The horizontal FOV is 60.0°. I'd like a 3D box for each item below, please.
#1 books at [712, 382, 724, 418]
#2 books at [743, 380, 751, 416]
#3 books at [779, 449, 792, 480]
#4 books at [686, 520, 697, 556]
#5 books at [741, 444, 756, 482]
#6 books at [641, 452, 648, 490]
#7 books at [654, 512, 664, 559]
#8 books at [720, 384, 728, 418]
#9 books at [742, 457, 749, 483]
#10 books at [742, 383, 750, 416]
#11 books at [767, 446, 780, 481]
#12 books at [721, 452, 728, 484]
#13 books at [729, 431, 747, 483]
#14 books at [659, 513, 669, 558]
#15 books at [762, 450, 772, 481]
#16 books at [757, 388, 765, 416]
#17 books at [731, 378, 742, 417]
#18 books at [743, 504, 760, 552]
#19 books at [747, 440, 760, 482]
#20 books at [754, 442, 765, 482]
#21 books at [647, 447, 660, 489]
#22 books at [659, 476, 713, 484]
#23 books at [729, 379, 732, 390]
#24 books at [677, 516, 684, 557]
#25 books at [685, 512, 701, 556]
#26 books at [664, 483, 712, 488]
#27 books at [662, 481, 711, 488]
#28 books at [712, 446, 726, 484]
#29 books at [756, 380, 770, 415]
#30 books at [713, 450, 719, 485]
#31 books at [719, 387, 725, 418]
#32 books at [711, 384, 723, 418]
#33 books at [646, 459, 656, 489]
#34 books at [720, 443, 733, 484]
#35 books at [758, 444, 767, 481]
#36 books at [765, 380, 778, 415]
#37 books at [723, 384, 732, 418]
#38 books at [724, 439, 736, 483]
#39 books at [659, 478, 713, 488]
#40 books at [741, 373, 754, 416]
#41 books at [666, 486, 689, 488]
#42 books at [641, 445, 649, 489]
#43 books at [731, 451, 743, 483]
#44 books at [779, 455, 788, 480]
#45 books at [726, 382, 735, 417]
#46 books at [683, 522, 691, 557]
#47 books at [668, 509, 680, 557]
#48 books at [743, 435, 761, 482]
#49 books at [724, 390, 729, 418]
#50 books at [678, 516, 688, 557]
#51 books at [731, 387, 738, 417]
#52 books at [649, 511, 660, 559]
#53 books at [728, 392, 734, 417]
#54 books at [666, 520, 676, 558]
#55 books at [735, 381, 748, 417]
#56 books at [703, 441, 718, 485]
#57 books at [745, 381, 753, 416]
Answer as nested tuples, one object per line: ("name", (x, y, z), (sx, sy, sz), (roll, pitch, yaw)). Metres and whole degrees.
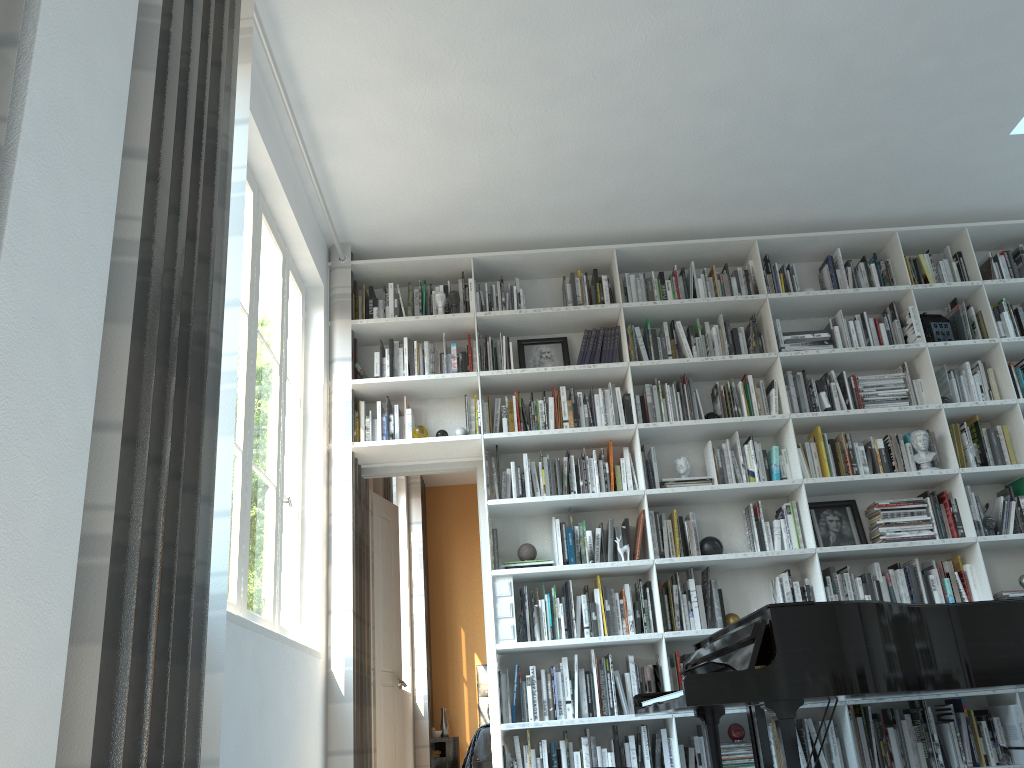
("books", (1.184, 0.139, 5.084), (0.012, 0.274, 0.129), (-4, -21, -1))
("books", (1.333, 0.128, 5.071), (0.004, 0.264, 0.142), (-4, -21, -1))
("books", (1.516, 0.486, 4.941), (0.026, 0.216, 0.127), (-4, -21, -1))
("books", (0.954, 0.858, 4.780), (0.028, 0.215, 0.176), (-4, -22, -1))
("books", (1.307, 0.479, 4.926), (0.028, 0.246, 0.171), (-4, -21, -1))
("books", (0.723, 0.516, 4.925), (0.024, 0.256, 0.134), (-4, -21, -1))
("books", (0.786, 0.846, 4.797), (0.026, 0.274, 0.155), (-4, -21, -1))
("books", (1.198, 0.144, 5.053), (0.005, 0.239, 0.174), (-4, -21, -1))
("books", (1.283, 0.515, 4.933), (0.025, 0.188, 0.140), (-4, -21, -1))
("books", (1.323, 0.135, 5.069), (0.017, 0.252, 0.140), (-4, -21, -1))
("books", (1.446, 0.478, 4.923), (0.060, 0.226, 0.180), (-4, -21, -1))
("books", (1.165, 0.507, 4.941), (0.024, 0.226, 0.138), (-4, -21, -1))
("books", (1.260, 0.446, 4.944), (0.010, 0.328, 0.174), (-4, -21, -1))
("books", (0.817, 0.847, 4.789), (0.036, 0.262, 0.167), (-4, -21, -1))
("books", (1.403, 0.494, 4.942), (0.026, 0.218, 0.150), (-4, -21, -1))
("books", (1.406, 0.149, 5.067), (0.024, 0.215, 0.142), (-4, -21, -1))
("books", (1.274, 0.126, 5.084), (0.033, 0.286, 0.156), (-4, -21, -1))
("books", (1.299, 0.807, 4.807), (0.012, 0.284, 0.160), (-4, -21, -1))
("books", (1.326, 0.466, 4.921), (0.012, 0.264, 0.193), (-4, -21, -1))
("books", (1.355, 0.470, 4.929), (0.023, 0.258, 0.171), (-4, -21, -1))
("books", (0.790, 0.503, 4.931), (0.021, 0.276, 0.137), (-4, -21, -1))
("books", (0.954, 0.546, 4.909), (0.285, 0.012, 0.160), (-2, -22, -5))
("books", (1.256, 0.129, 5.071), (0.005, 0.274, 0.157), (-4, -21, -1))
("books", (0.894, 0.852, 4.790), (0.014, 0.243, 0.153), (-4, -21, -1))
("books", (0.981, 0.839, 4.803), (0.028, 0.265, 0.145), (-4, -21, -1))
("books", (0.956, 0.579, 4.894), (0.254, 0.012, 0.161), (-2, -22, -6))
("books", (0.955, 0.569, 4.902), (0.254, 0.012, 0.161), (-3, -22, -4))
("books", (1.137, 0.488, 4.918), (0.030, 0.246, 0.175), (-4, -21, -1))
("books", (1.428, 0.125, 5.066), (0.022, 0.256, 0.155), (-4, -21, -1))
("books", (1.118, 0.504, 4.932), (0.010, 0.231, 0.155), (-4, -21, -1))
("books", (1.193, 0.154, 5.075), (0.005, 0.238, 0.146), (-4, -21, -1))
("books", (1.176, 0.147, 5.073), (0.005, 0.253, 0.161), (-4, -21, -1))
("books", (0.765, 0.538, 4.924), (0.034, 0.209, 0.137), (-4, -21, -1))
("books", (1.186, 0.481, 4.935), (0.022, 0.266, 0.152), (-4, -21, -1))
("books", (1.378, 0.478, 4.948), (0.022, 0.255, 0.153), (-4, -21, -1))
("books", (1.471, 0.123, 5.043), (0.064, 0.236, 0.209), (-4, -22, -1))
("books", (1.216, 0.142, 5.044), (0.005, 0.235, 0.179), (-4, -21, -1))
("books", (1.203, 0.467, 4.928), (0.012, 0.285, 0.168), (-4, -21, -1))
("books", (0.955, 0.559, 4.909), (0.285, 0.012, 0.160), (-4, -22, 1))
("books", (1.343, 0.108, 5.075), (0.006, 0.302, 0.166), (-4, -21, -1))
("books", (0.957, 0.591, 4.891), (0.254, 0.012, 0.161), (-2, -22, -5))
("books", (0.739, 0.503, 4.949), (0.011, 0.296, 0.136), (-4, -21, -1))
("books", (1.235, 0.499, 4.933), (0.048, 0.224, 0.150), (-4, -21, -1))
("books", (1.491, 0.503, 4.932), (0.027, 0.180, 0.142), (-4, -21, -1))
("books", (1.243, 0.137, 5.079), (0.009, 0.265, 0.150), (-4, -21, -1))
("books", (0.935, 0.865, 4.781), (0.011, 0.207, 0.181), (-4, -22, -1))
("books", (0.873, 0.831, 4.776), (0.026, 0.273, 0.191), (-4, -21, -1))
("books", (1.337, 0.452, 4.935), (0.011, 0.299, 0.179), (-4, -21, -1))
("books", (1.208, 0.161, 5.065), (0.013, 0.215, 0.150), (-4, -21, -1))
("books", (0.915, 0.855, 4.807), (0.028, 0.246, 0.143), (-4, -21, -1))
("books", (1.252, 0.148, 5.040), (0.006, 0.215, 0.182), (-4, -22, -1))
("books", (0.760, 0.841, 4.794), (0.025, 0.283, 0.146), (-4, -21, -1))
("books", (1.235, 0.166, 5.059), (0.011, 0.199, 0.163), (-4, -22, -1))
("books", (0.849, 0.862, 4.787), (0.025, 0.227, 0.153), (-4, -21, -1))
("books", (1.298, 0.132, 5.045), (0.013, 0.242, 0.189), (-4, -21, -1))
("books", (1.105, 0.475, 4.929), (0.012, 0.284, 0.160), (-4, -21, -1))
("books", (1.339, 0.131, 5.063), (0.006, 0.252, 0.181), (-4, -21, -1))
